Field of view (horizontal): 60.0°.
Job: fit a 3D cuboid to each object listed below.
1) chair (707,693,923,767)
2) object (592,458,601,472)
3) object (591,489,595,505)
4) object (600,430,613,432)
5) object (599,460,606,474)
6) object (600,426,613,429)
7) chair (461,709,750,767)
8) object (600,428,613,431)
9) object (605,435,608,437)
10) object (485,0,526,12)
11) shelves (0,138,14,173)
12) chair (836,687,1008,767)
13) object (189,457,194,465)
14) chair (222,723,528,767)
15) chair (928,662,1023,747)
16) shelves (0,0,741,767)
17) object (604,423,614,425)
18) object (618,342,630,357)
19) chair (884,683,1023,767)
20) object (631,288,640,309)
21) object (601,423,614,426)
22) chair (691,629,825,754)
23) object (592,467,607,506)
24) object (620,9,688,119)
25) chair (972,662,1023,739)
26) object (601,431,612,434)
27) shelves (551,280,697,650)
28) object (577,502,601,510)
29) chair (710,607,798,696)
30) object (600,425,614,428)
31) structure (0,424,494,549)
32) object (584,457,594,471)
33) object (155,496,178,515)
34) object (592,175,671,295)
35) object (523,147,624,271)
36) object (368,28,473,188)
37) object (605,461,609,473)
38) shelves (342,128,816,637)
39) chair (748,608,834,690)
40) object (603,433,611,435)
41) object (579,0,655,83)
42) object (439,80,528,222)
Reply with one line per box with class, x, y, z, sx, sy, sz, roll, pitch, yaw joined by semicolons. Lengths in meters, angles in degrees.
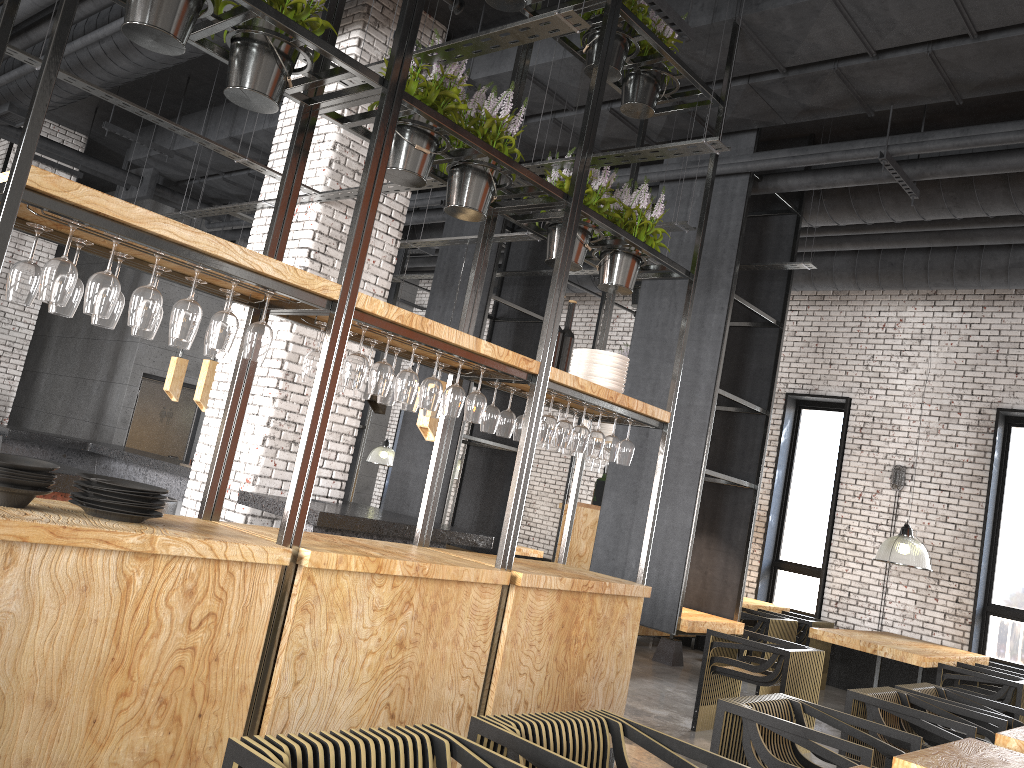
chair;1.239;1.769;3.702;0.639;0.732;0.654;4;-10;41
object;0.952;0.851;9.928;0.101;0.268;0.101;13;-8;-11
object;0.937;1.298;10.044;0.056;0.249;0.055;6;-10;35
object;1.141;0.559;9.916;0.335;0.040;0.333;11;-7;6
object;1.047;0.884;10.035;0.101;0.268;0.101;13;-8;-11
object;1.149;0.521;9.921;0.334;0.040;0.334;15;-8;-25
chair;0.255;1.427;2.575;0.639;0.732;0.655;4;-11;45
object;1.144;0.540;9.919;0.335;0.039;0.333;10;-7;9
object;1.129;0.617;9.908;0.334;0.033;0.334;13;-7;-9
object;0.016;-2.206;4.504;0.468;0.560;0.415;6;-10;36
shelves;-8.349;-2.799;8.942;0.598;3.075;5.657;4;-11;42
chair;2.179;2.092;4.743;0.639;0.732;0.654;4;-11;42
object;-2.825;0.720;8.051;0.178;0.091;0.090;9;-8;17
chair;-0.265;1.244;1.965;0.639;0.732;0.655;4;-11;43
chair;3.985;2.808;7.496;0.639;0.732;0.654;5;-10;41
shelves;-0.340;-0.707;4.105;0.690;5.033;3.646;4;-11;42
object;1.158;0.468;9.930;0.335;0.041;0.333;10;-7;12
object;1.348;-0.067;10.097;0.467;0.560;0.415;10;-8;8
chair;2.693;2.272;5.346;0.639;0.732;0.654;4;-10;41
object;1.528;-1.160;10.280;0.417;0.560;0.465;9;-8;17
object;1.155;0.487;9.926;0.335;0.043;0.333;8;-8;26
chair;1.799;2.237;6.468;0.639;0.732;0.654;5;-10;41
object;1.005;1.096;9.708;0.157;0.555;0.105;4;-11;41
object;0.810;-1.929;5.420;0.415;0.560;0.467;15;-9;-23
chair;4.677;3.041;8.233;0.639;0.732;0.654;5;-10;39
object;1.137;0.578;9.913;0.335;0.037;0.333;10;-7;9
shelves;1.721;0.539;10.586;0.690;5.033;2.324;4;-11;42
object;0.939;1.376;9.829;0.411;0.050;0.410;5;-10;41
chair;2.396;2.675;8.948;0.639;0.732;0.654;4;-11;42
object;1.151;0.506;9.924;0.333;0.039;0.335;17;-9;-39
structure;-3.716;0.758;6.598;5.880;1.538;4.295;5;-10;42
object;0.863;0.820;9.827;0.101;0.268;0.101;13;-8;-11
object;-1.967;1.052;4.372;0.399;1.038;0.397;13;-8;-12
object;0.666;-0.824;5.249;0.417;0.560;0.465;6;-10;36
object;0.334;-0.929;4.953;0.466;0.560;0.416;18;-10;-39
object;-0.440;-1.200;4.052;0.467;0.560;0.415;12;-8;-8
object;1.075;0.838;9.635;0.101;0.268;0.101;13;-8;-11
shelves;-0.295;-0.369;9.150;6.152;4.379;0.999;4;-11;42
chair;3.051;2.906;9.719;0.639;0.732;0.654;5;-10;40
object;1.132;0.597;9.911;0.335;0.046;0.333;8;-8;23
object;0.572;-2.024;5.051;0.416;0.560;0.465;9;-8;16
object;-0.181;-1.105;4.388;0.416;0.560;0.466;10;-8;10
